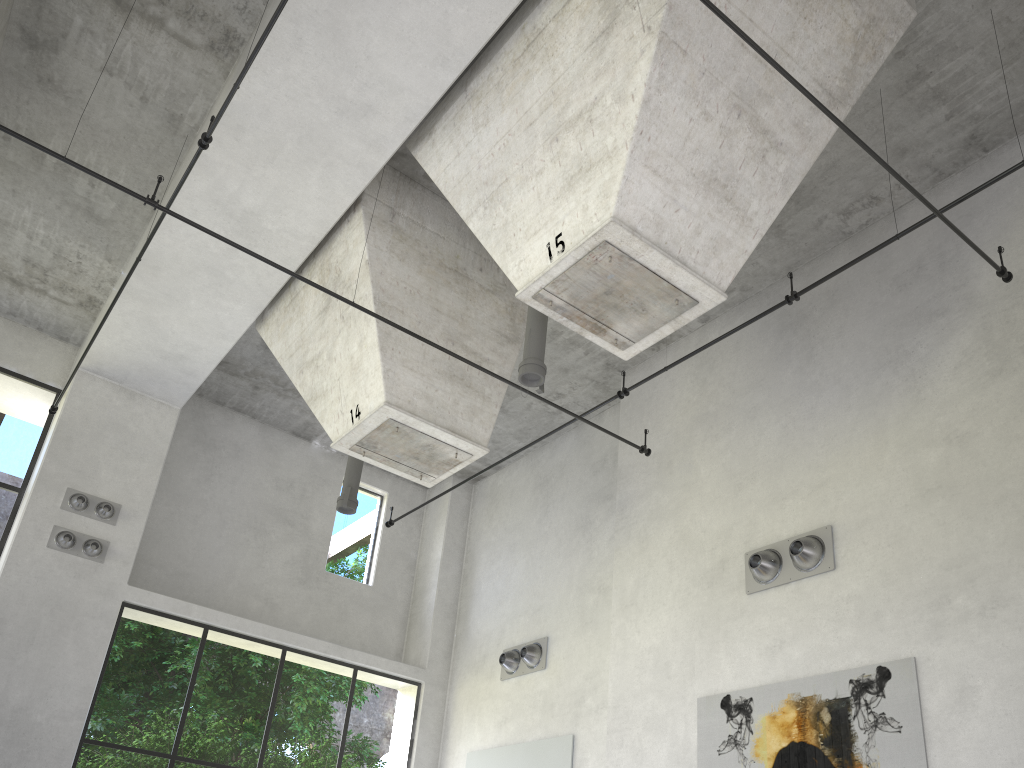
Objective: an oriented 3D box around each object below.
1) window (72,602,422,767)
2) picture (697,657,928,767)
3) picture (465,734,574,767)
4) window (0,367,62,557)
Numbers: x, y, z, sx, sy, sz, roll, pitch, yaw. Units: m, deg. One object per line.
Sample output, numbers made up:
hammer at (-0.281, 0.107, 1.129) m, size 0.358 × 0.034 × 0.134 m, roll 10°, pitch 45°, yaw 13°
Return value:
window at (-3.433, 5.744, 11.364) m, size 4.677 × 4.618 × 0.021 m, roll 26°, pitch -34°, yaw -30°
picture at (2.470, 3.980, 7.429) m, size 0.021 × 2.849 × 2.437 m, roll 23°, pitch -34°, yaw -28°
picture at (-0.075, 6.118, 11.190) m, size 0.021 × 2.849 × 2.419 m, roll 23°, pitch -34°, yaw -28°
window at (-9.037, 2.155, 9.124) m, size 6.113 × 7.409 × 0.069 m, roll 26°, pitch -34°, yaw -31°
